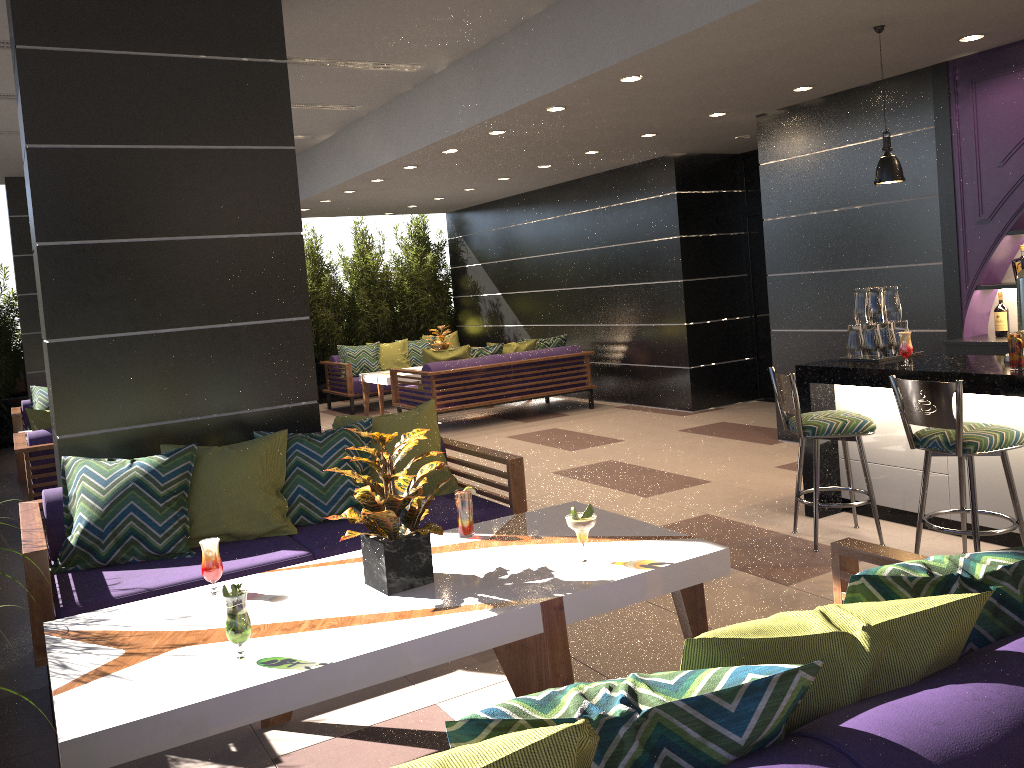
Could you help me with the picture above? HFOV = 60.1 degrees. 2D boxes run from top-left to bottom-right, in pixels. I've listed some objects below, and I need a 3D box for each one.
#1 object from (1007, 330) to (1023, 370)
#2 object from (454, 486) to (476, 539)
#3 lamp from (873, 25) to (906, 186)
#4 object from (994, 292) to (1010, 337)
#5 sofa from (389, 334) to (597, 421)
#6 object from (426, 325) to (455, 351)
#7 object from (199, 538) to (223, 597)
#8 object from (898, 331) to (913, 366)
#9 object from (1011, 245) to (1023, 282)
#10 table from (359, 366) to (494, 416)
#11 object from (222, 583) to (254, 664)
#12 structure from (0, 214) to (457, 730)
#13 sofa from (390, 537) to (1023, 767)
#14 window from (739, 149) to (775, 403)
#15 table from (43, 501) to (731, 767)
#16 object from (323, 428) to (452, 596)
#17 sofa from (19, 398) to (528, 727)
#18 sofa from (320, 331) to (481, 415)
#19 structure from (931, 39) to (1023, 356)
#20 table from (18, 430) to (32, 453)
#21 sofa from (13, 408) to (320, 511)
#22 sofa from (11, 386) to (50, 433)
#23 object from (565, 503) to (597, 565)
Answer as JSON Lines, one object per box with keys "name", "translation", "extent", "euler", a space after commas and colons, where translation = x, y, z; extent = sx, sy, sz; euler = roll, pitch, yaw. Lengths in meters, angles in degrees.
{"name": "object", "translation": [2.414, -0.161, 4.230], "extent": [0.067, 0.189, 0.085], "euler": [-5, 3, -5]}
{"name": "object", "translation": [-0.172, 0.492, 3.391], "extent": [0.084, 0.189, 0.067], "euler": [-5, 3, -5]}
{"name": "lamp", "translation": [2.292, -1.525, 4.531], "extent": [0.193, 0.861, 1.082], "euler": [-6, 5, -29]}
{"name": "object", "translation": [3.257, -0.464, 5.889], "extent": [0.086, 0.298, 0.087], "euler": [-4, 3, 19]}
{"name": "sofa", "translation": [-0.216, -0.065, 10.281], "extent": [2.133, 0.916, 1.120], "euler": [-8, 6, -29]}
{"name": "object", "translation": [-0.895, -0.483, 11.334], "extent": [0.430, 0.525, 0.426], "euler": [-6, 4, -12]}
{"name": "object", "translation": [-1.002, 0.612, 2.957], "extent": [0.068, 0.180, 0.069], "euler": [-2, 4, 43]}
{"name": "object", "translation": [2.117, -0.189, 4.757], "extent": [0.068, 0.180, 0.069], "euler": [-3, 4, 32]}
{"name": "object", "translation": [3.311, -0.775, 5.714], "extent": [0.094, 0.247, 0.151], "euler": [-7, 5, -40]}
{"name": "table", "translation": [-0.814, 0.046, 11.391], "extent": [2.043, 0.552, 0.942], "euler": [-8, 6, -29]}
{"name": "object", "translation": [-0.739, 0.637, 2.387], "extent": [0.068, 0.210, 0.069], "euler": [-2, 4, 43]}
{"name": "structure", "translation": [1.654, -0.494, 2.618], "extent": [7.841, 3.111, 24.747], "euler": [-8, 7, -29]}
{"name": "sofa", "translation": [0.359, 0.828, 1.656], "extent": [2.133, 0.916, 1.120], "euler": [-8, 6, -29]}
{"name": "window", "translation": [3.077, -1.132, 9.077], "extent": [0.109, 2.753, 1.827], "euler": [-6, 4, -29]}
{"name": "table", "translation": [-0.353, 0.931, 2.921], "extent": [2.043, 0.552, 0.942], "euler": [-8, 6, -29]}
{"name": "object", "translation": [-0.392, 0.396, 2.888], "extent": [0.431, 0.525, 0.426], "euler": [-6, 4, -17]}
{"name": "sofa", "translation": [-1.106, 0.670, 4.214], "extent": [2.133, 0.916, 1.120], "euler": [-8, 6, -29]}
{"name": "sofa", "translation": [-1.493, -0.203, 12.509], "extent": [2.133, 0.916, 1.120], "euler": [-8, 6, -29]}
{"name": "structure", "translation": [4.153, -0.677, 4.097], "extent": [0.532, 2.751, 4.634], "euler": [-6, 5, -29]}
{"name": "table", "translation": [-3.355, 0.607, 8.162], "extent": [2.043, 0.552, 0.942], "euler": [-8, 6, -29]}
{"name": "sofa", "translation": [-2.714, 0.496, 7.020], "extent": [2.133, 0.916, 1.120], "euler": [-8, 6, -29]}
{"name": "sofa", "translation": [-3.990, 0.358, 9.249], "extent": [2.133, 0.916, 1.120], "euler": [-8, 6, -29]}
{"name": "object", "translation": [0.236, 0.500, 2.974], "extent": [0.106, 0.196, 0.106], "euler": [-5, 3, -2]}
